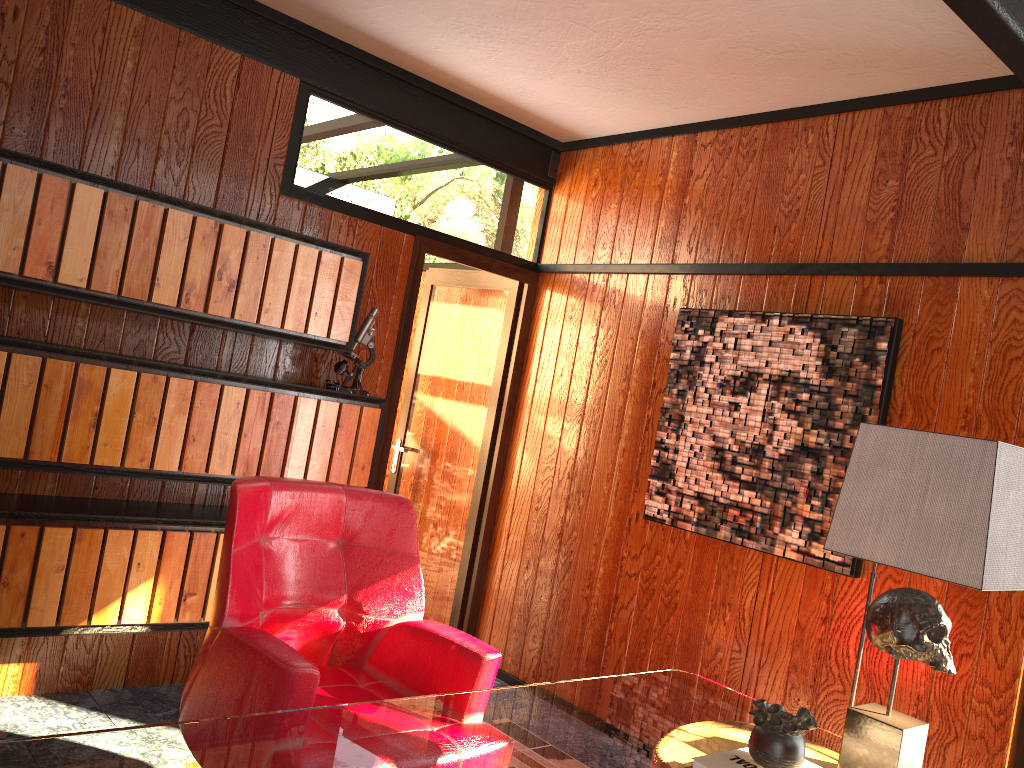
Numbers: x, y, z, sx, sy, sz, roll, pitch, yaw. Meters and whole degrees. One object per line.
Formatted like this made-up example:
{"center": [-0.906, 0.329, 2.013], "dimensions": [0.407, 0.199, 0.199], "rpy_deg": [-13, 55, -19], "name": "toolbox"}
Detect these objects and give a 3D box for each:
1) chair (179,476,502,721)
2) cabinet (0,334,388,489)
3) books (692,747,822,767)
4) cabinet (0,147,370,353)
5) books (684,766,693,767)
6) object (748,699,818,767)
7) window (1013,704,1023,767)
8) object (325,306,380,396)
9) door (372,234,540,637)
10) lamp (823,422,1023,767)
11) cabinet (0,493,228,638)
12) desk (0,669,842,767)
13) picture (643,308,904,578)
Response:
{"center": [-0.475, 0.776, 2.269], "dimensions": [0.621, 0.956, 0.839], "rpy_deg": [11, -2, -41], "name": "chair"}
{"center": [-1.229, 0.118, 3.074], "dimensions": [1.653, 0.390, 0.321], "rpy_deg": [11, -2, -41], "name": "cabinet"}
{"center": [0.478, 0.717, 1.604], "dimensions": [0.249, 0.029, 0.198], "rpy_deg": [11, -1, -39], "name": "books"}
{"center": [-1.281, -0.443, 2.954], "dimensions": [1.653, 0.390, 0.321], "rpy_deg": [11, -2, -41], "name": "cabinet"}
{"center": [0.480, 0.753, 1.588], "dimensions": [0.366, 0.040, 0.286], "rpy_deg": [11, -2, -41], "name": "books"}
{"center": [0.489, 0.647, 1.623], "dimensions": [0.118, 0.114, 0.121], "rpy_deg": [9, -2, 43], "name": "object"}
{"center": [2.366, 0.451, 1.792], "dimensions": [0.085, 2.580, 2.260], "rpy_deg": [11, -2, -41], "name": "window"}
{"center": [-0.621, -0.142, 3.509], "dimensions": [0.181, 0.354, 0.142], "rpy_deg": [10, -1, -5], "name": "object"}
{"center": [-0.549, 0.327, 4.374], "dimensions": [0.751, 1.955, 0.734], "rpy_deg": [11, -2, -41], "name": "door"}
{"center": [0.850, 0.472, 1.828], "dimensions": [0.316, 0.732, 0.316], "rpy_deg": [11, -2, -41], "name": "lamp"}
{"center": [-1.466, 0.595, 2.933], "dimensions": [1.653, 0.390, 0.321], "rpy_deg": [11, -2, -41], "name": "cabinet"}
{"center": [0.091, 1.020, 1.403], "dimensions": [1.900, 0.632, 1.150], "rpy_deg": [11, -2, -41], "name": "desk"}
{"center": [0.909, 0.164, 3.270], "dimensions": [0.061, 0.873, 0.916], "rpy_deg": [11, -2, -41], "name": "picture"}
